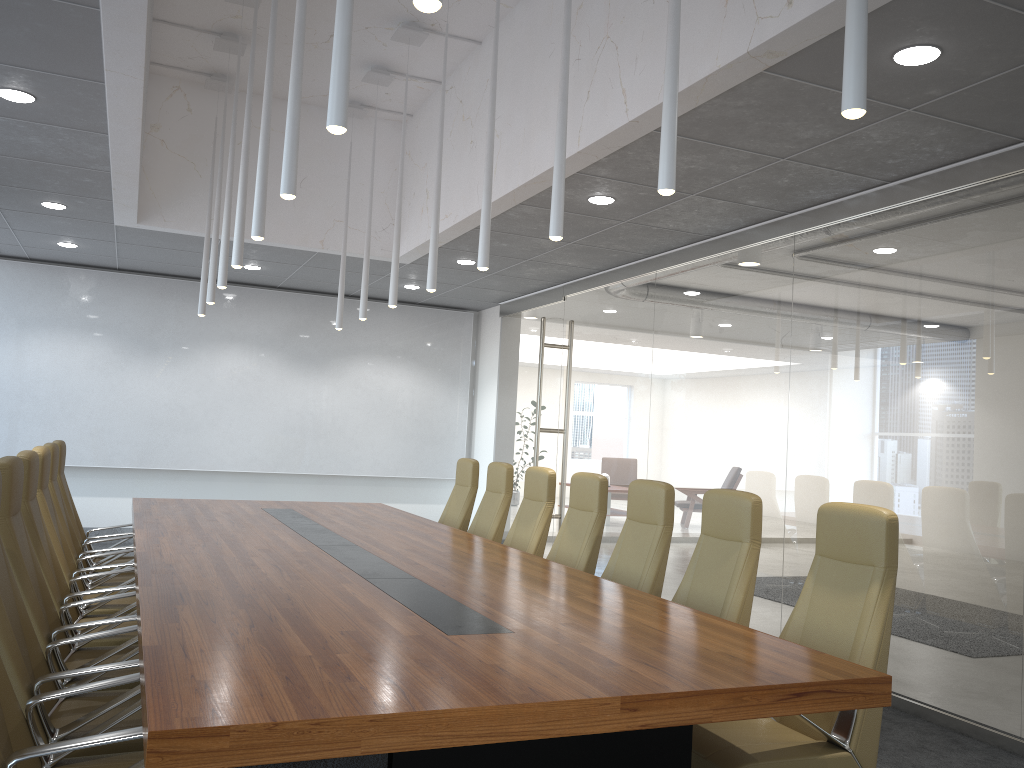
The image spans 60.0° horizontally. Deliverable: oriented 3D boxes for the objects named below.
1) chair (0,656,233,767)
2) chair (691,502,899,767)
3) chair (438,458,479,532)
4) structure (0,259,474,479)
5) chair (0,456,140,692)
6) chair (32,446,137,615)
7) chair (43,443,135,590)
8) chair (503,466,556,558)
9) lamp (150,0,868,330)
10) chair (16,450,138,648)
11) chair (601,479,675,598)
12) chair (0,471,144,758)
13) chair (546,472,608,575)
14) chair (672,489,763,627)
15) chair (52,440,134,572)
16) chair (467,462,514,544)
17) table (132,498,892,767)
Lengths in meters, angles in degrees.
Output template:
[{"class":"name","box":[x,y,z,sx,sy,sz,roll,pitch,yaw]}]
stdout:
[{"class":"chair","box":[-1.327,1.013,2.768,0.955,1.406,0.711,5,-4,-23]},{"class":"chair","box":[1.126,1.210,3.807,0.955,1.406,0.711,5,-4,-23]},{"class":"chair","box":[-0.852,1.371,8.193,0.955,1.406,0.711,5,-4,-23]},{"class":"structure","box":[-0.959,-0.305,5.585,6.600,2.466,13.989,5,-4,-23]},{"class":"chair","box":[-1.961,1.068,4.229,0.955,1.406,0.711,5,-4,-23]},{"class":"chair","box":[-2.605,1.123,5.712,0.955,1.406,0.711,5,-4,-23]},{"class":"chair","box":[-2.914,1.150,6.424,0.955,1.406,0.711,5,-4,-23]},{"class":"chair","box":[-0.212,1.316,6.718,0.955,1.406,0.711,5,-4,-23]},{"class":"lamp","box":[-0.921,-1.904,5.658,2.619,2.378,7.258,5,-4,-23]},{"class":"chair","box":[-2.281,1.095,4.966,0.955,1.406,0.711,5,-4,-23]},{"class":"chair","box":[0.423,1.261,5.256,0.955,1.406,0.711,5,-4,-23]},{"class":"chair","box":[-1.639,1.040,3.487,0.955,1.406,0.711,5,-4,-23]},{"class":"chair","box":[0.105,1.288,5.989,0.955,1.406,0.711,5,-4,-23]},{"class":"chair","box":[0.740,1.233,4.526,0.955,1.406,0.711,5,-4,-23]},{"class":"chair","box":[-3.231,1.178,7.154,0.955,1.406,0.711,5,-4,-23]},{"class":"chair","box":[-0.534,1.344,7.460,0.955,1.406,0.711,5,-4,-23]},{"class":"table","box":[-1.104,1.445,5.452,2.300,0.895,6.500,5,-4,-23]}]
